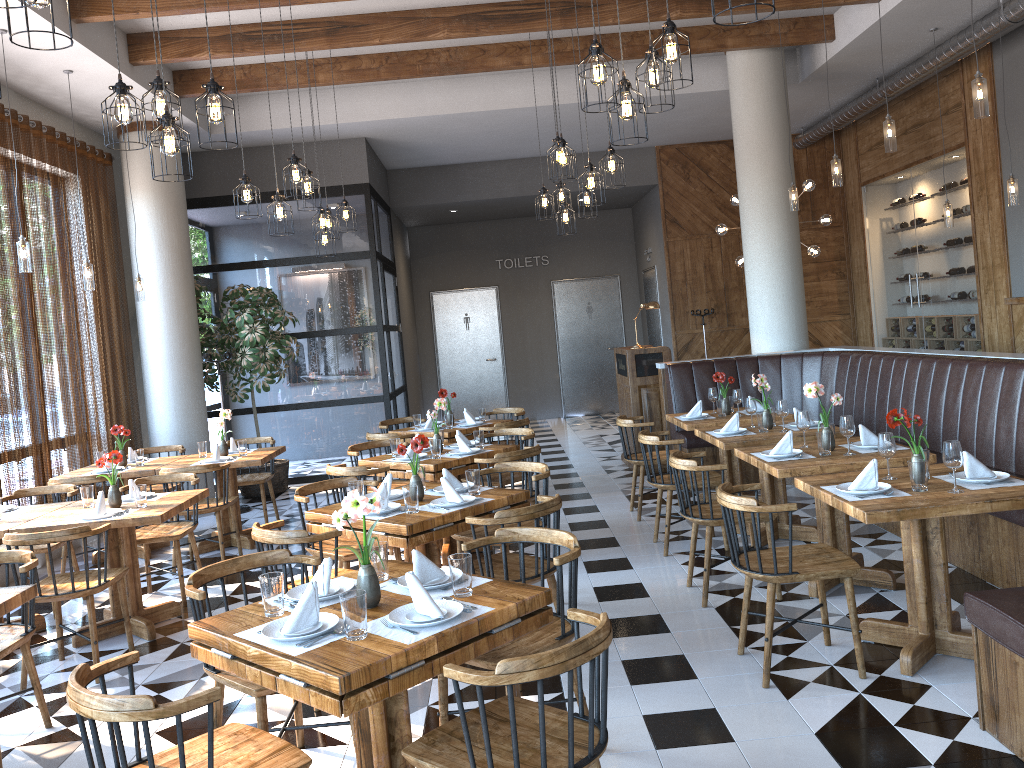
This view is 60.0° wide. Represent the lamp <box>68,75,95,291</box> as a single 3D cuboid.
[{"bbox_3d":[-3.587,-1.753,7.321,0.078,1.962,0.078,-6,1,-15],"label":"lamp"}]

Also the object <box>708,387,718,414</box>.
[{"bbox_3d":[1.696,0.138,7.464,0.081,0.215,0.081,-5,1,-9],"label":"object"}]

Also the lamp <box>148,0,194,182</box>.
[{"bbox_3d":[-1.659,-1.978,4.070,0.175,2.069,0.175,-5,1,18],"label":"lamp"}]

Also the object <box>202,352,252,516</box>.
[{"bbox_3d":[-2.962,0.502,9.148,0.374,1.657,0.375,-5,1,21],"label":"object"}]

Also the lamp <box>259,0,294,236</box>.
[{"bbox_3d":[-1.770,-2.115,6.430,0.175,2.069,0.175,-5,1,-6],"label":"lamp"}]

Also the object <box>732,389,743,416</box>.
[{"bbox_3d":[1.812,0.150,7.107,0.081,0.215,0.081,-4,2,30],"label":"object"}]

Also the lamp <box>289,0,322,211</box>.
[{"bbox_3d":[-1.579,-2.311,6.483,0.175,2.069,0.175,-6,1,-18],"label":"lamp"}]

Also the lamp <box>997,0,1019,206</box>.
[{"bbox_3d":[4.066,-2.454,7.313,0.078,1.962,0.078,-6,1,-15],"label":"lamp"}]

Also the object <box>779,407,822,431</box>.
[{"bbox_3d":[2.042,0.226,6.189,0.272,0.137,0.352,-5,3,-1],"label":"object"}]

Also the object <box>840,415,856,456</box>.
[{"bbox_3d":[1.859,0.284,4.903,0.081,0.215,0.081,-6,2,-38],"label":"object"}]

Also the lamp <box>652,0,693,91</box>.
[{"bbox_3d":[0.666,-2.426,4.124,0.175,2.069,0.175,-6,1,-30],"label":"lamp"}]

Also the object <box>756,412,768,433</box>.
[{"bbox_3d":[1.723,0.264,6.084,0.080,0.132,0.080,-6,2,-16],"label":"object"}]

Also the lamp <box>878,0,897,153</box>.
[{"bbox_3d":[2.592,-2.618,6.244,0.078,1.962,0.078,-4,1,34],"label":"lamp"}]

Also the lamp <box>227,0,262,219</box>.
[{"bbox_3d":[-1.979,-2.221,6.328,0.175,2.069,0.175,-6,2,-40],"label":"lamp"}]

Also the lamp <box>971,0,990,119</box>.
[{"bbox_3d":[2.619,-2.514,5.088,0.078,1.962,0.078,-5,1,18],"label":"lamp"}]

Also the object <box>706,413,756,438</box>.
[{"bbox_3d":[1.519,0.274,6.187,0.272,0.137,0.352,-5,3,-1],"label":"object"}]

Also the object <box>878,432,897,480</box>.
[{"bbox_3d":[1.765,0.339,4.165,0.081,0.215,0.081,-5,1,7],"label":"object"}]

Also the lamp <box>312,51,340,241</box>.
[{"bbox_3d":[-1.840,-2.413,8.499,0.175,2.069,0.175,-5,1,1],"label":"lamp"}]

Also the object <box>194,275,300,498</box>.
[{"bbox_3d":[-3.181,0.004,9.914,1.636,2.590,1.380,-6,2,-17],"label":"object"}]

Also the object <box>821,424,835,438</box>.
[{"bbox_3d":[1.867,0.305,5.220,0.080,0.132,0.080,-5,2,-1],"label":"object"}]

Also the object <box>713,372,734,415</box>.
[{"bbox_3d":[1.746,0.074,7.299,0.156,0.355,0.171,-5,2,-8],"label":"object"}]

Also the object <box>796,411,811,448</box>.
[{"bbox_3d":[1.742,0.271,5.288,0.081,0.215,0.081,-6,2,-38],"label":"object"}]

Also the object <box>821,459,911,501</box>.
[{"bbox_3d":[1.566,0.409,3.957,0.272,0.137,0.352,-5,3,-1],"label":"object"}]

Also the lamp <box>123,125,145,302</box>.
[{"bbox_3d":[-3.604,-1.759,8.373,0.078,1.962,0.078,-5,1,31],"label":"lamp"}]

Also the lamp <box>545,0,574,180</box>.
[{"bbox_3d":[0.268,-2.536,6.465,0.175,2.069,0.175,-6,1,-18],"label":"lamp"}]

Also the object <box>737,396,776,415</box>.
[{"bbox_3d":[2.019,0.159,7.287,0.272,0.137,0.352,-5,3,-1],"label":"object"}]

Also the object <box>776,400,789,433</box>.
[{"bbox_3d":[1.836,0.217,6.004,0.081,0.215,0.081,-4,2,30],"label":"object"}]

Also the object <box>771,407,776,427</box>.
[{"bbox_3d":[1.843,0.238,6.321,0.080,0.132,0.080,-5,2,-1],"label":"object"}]

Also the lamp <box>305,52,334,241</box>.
[{"bbox_3d":[-1.813,-2.345,8.066,0.175,2.069,0.175,-6,1,-22],"label":"lamp"}]

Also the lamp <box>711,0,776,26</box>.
[{"bbox_3d":[0.570,-2.085,2.518,0.175,2.069,0.175,-5,1,17],"label":"lamp"}]

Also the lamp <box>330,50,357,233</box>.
[{"bbox_3d":[-1.660,-2.481,8.405,0.175,2.069,0.175,-5,1,12],"label":"lamp"}]

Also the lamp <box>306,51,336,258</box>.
[{"bbox_3d":[-1.835,-2.226,8.288,0.175,2.069,0.175,-5,1,12],"label":"lamp"}]

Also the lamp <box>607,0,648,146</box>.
[{"bbox_3d":[0.465,-2.180,4.194,0.175,2.069,0.175,-6,1,-30],"label":"lamp"}]

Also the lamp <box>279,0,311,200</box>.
[{"bbox_3d":[-1.615,-2.352,6.276,0.175,2.069,0.175,-5,1,-6],"label":"lamp"}]

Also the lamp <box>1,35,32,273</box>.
[{"bbox_3d":[-3.574,-1.777,6.331,0.078,1.962,0.078,-5,1,-11],"label":"lamp"}]

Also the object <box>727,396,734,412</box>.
[{"bbox_3d":[1.820,0.171,7.425,0.080,0.132,0.080,-5,2,-1],"label":"object"}]

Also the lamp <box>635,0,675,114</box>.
[{"bbox_3d":[0.615,-2.377,4.326,0.175,2.069,0.175,-6,2,-41],"label":"lamp"}]

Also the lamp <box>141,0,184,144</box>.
[{"bbox_3d":[-1.779,-2.211,4.275,0.175,2.069,0.175,-5,1,18],"label":"lamp"}]

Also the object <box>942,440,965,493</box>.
[{"bbox_3d":[1.883,0.352,3.776,0.081,0.215,0.081,-6,2,-32],"label":"object"}]

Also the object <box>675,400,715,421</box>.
[{"bbox_3d":[1.496,0.207,7.285,0.272,0.137,0.352,-5,3,-1],"label":"object"}]

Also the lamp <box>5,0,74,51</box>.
[{"bbox_3d":[-1.533,-2.078,2.691,0.175,2.069,0.175,-6,1,-26],"label":"lamp"}]

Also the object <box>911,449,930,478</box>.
[{"bbox_3d":[1.890,0.374,4.093,0.080,0.132,0.080,-5,2,-1],"label":"object"}]

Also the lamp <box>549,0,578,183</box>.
[{"bbox_3d":[0.283,-2.468,6.258,0.175,2.069,0.175,-6,1,-29],"label":"lamp"}]

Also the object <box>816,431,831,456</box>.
[{"bbox_3d":[1.747,0.333,4.957,0.080,0.132,0.080,-5,2,4],"label":"object"}]

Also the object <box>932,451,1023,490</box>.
[{"bbox_3d":[2.089,0.361,3.958,0.272,0.137,0.352,-5,3,-1],"label":"object"}]

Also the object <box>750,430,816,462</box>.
[{"bbox_3d":[1.542,0.341,5.079,0.272,0.137,0.352,-5,3,-1],"label":"object"}]

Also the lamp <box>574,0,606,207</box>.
[{"bbox_3d":[0.491,-2.318,6.358,0.175,2.069,0.175,-6,1,-18],"label":"lamp"}]

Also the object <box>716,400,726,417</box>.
[{"bbox_3d":[1.700,0.197,7.187,0.080,0.132,0.080,-6,2,-16],"label":"object"}]

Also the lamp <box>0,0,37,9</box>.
[{"bbox_3d":[-1.538,-2.121,2.482,0.175,2.069,0.175,-6,1,-15],"label":"lamp"}]

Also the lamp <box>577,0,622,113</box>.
[{"bbox_3d":[0.313,-2.287,4.020,0.175,2.069,0.175,-5,1,26],"label":"lamp"}]

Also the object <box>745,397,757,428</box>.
[{"bbox_3d":[1.719,0.205,6.360,0.081,0.215,0.081,-5,1,-9],"label":"object"}]

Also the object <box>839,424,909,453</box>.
[{"bbox_3d":[2.065,0.293,5.080,0.272,0.137,0.352,-5,3,-1],"label":"object"}]

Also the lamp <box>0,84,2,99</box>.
[{"bbox_3d":[-1.713,-1.881,2.608,0.175,2.069,0.175,-6,1,-15],"label":"lamp"}]

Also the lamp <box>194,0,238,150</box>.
[{"bbox_3d":[-1.450,-2.129,4.076,0.175,2.069,0.175,-6,1,-15],"label":"lamp"}]

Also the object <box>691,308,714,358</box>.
[{"bbox_3d":[2.778,-0.240,12.597,0.374,1.657,0.375,-5,1,21],"label":"object"}]

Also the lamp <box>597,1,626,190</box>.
[{"bbox_3d":[0.652,-2.473,6.491,0.175,2.069,0.175,-4,1,39],"label":"lamp"}]

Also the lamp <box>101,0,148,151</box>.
[{"bbox_3d":[-1.886,-2.134,4.102,0.175,2.069,0.175,-5,1,7],"label":"lamp"}]

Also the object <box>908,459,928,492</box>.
[{"bbox_3d":[1.770,0.399,3.856,0.080,0.132,0.080,-6,2,-16],"label":"object"}]
